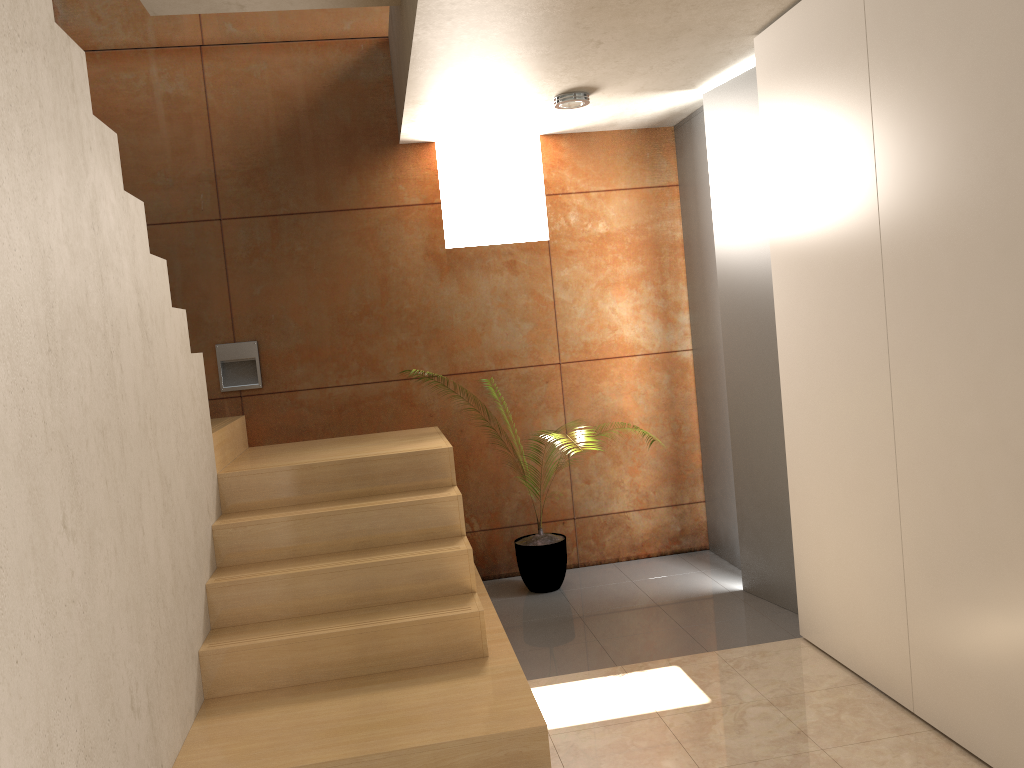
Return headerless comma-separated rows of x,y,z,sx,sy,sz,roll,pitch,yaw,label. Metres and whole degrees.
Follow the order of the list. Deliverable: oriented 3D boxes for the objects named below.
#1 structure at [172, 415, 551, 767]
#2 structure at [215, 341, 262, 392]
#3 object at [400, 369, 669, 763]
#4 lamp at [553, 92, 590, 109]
-1.066,0.763,3.775,1.950,1.110,2.400,-6,4,-9,structure
-1.506,-0.099,4.911,0.220,0.260,0.096,-6,4,-9,structure
0.104,0.743,2.234,4.200,1.455,6.200,-6,4,-9,object
0.288,-1.371,4.288,0.173,0.044,0.173,-6,4,-4,lamp
